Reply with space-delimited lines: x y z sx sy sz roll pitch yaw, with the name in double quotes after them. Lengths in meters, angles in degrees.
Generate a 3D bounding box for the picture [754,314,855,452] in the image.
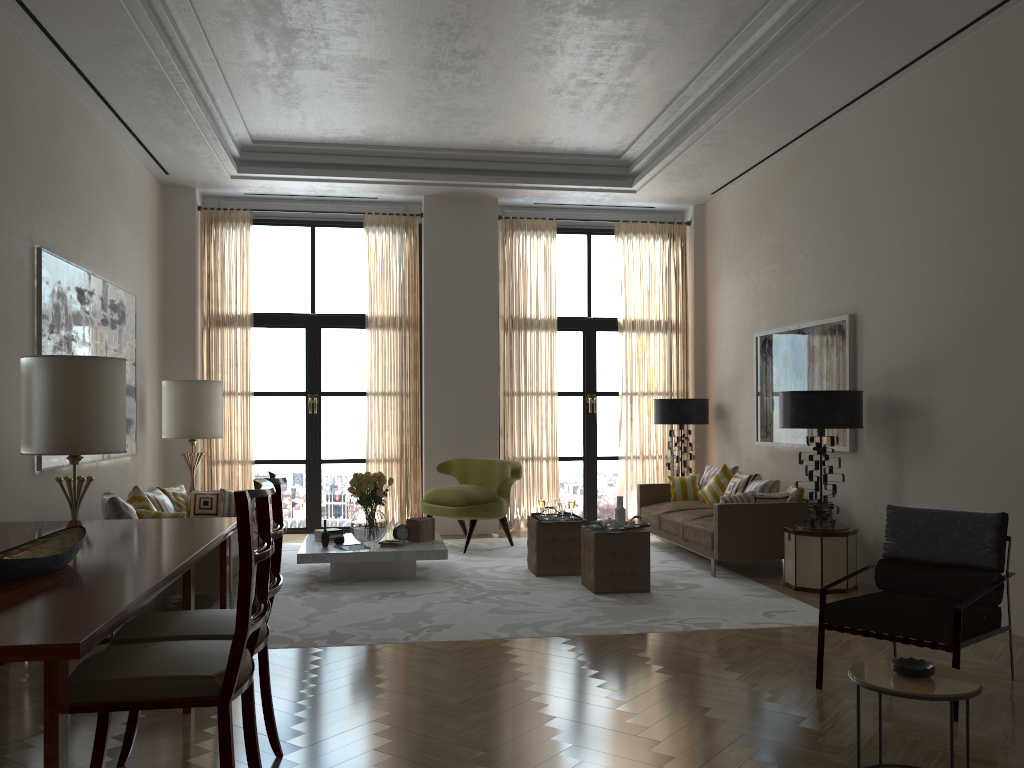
3.452 0.030 10.633 0.080 1.480 2.268 0 -2 -10 "picture"

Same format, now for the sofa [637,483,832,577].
2.645 1.766 11.160 1.351 0.819 2.981 0 -2 -9 "sofa"

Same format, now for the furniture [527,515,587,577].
0.509 1.829 10.076 0.613 0.616 0.614 0 -1 -9 "furniture"

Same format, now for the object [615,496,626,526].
1.132 1.332 9.304 0.113 0.305 0.125 -1 -1 28 "object"

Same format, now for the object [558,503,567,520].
0.558 1.414 9.793 0.098 0.191 0.098 0 -1 -9 "object"

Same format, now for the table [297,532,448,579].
-1.585 1.977 10.150 1.584 0.343 1.501 0 -2 -9 "table"

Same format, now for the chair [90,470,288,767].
-1.541 1.194 4.300 0.878 1.505 0.656 0 -1 -9 "chair"

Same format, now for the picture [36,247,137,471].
-4.432 -0.168 9.412 0.045 1.998 3.063 0 -2 -8 "picture"

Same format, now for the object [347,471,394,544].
-1.599 1.406 10.092 0.540 0.821 0.627 0 -1 -13 "object"

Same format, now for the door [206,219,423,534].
-2.993 -0.106 13.443 3.258 4.766 0.240 0 0 -9 "door"

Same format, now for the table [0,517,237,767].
-2.652 1.462 4.762 1.800 1.027 3.802 0 -2 -9 "table"

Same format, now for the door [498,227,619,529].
1.251 -0.099 14.101 3.086 4.766 0.240 0 0 -9 "door"

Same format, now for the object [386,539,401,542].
-1.316 1.738 9.848 0.139 0.019 0.137 1 -2 -25 "object"

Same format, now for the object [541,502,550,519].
0.378 1.419 9.923 0.098 0.191 0.098 0 -1 17 "object"

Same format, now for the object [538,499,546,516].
0.349 1.431 10.269 0.098 0.191 0.098 0 -1 -26 "object"

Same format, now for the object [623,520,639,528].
1.232 1.444 9.135 0.176 0.067 0.176 0 -2 -10 "object"

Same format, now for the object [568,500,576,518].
0.682 1.424 10.097 0.098 0.191 0.098 0 -1 17 "object"

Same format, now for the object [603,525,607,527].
0.933 1.446 9.007 0.052 0.027 0.080 -2 -2 38 "object"

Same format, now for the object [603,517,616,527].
1.013 1.428 9.195 0.176 0.105 0.136 0 -1 -13 "object"

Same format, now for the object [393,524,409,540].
-1.261 1.699 10.089 0.082 0.209 0.204 -1 -1 42 "object"

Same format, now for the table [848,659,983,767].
1.907 1.660 4.209 0.584 0.547 0.584 -1 -1 31 "table"

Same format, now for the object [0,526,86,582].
-2.415 0.850 4.391 0.331 0.164 1.084 0 -2 2 "object"

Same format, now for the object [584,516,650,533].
1.085 1.436 9.122 0.441 0.101 0.720 -2 -3 45 "object"

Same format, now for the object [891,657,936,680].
1.906 1.355 4.214 0.193 0.064 0.193 -1 -2 14 "object"

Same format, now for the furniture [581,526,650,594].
1.058 1.794 9.118 0.613 0.616 0.614 0 -1 -9 "furniture"

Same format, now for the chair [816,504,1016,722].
2.685 1.414 5.842 1.134 1.135 0.877 1 -1 -44 "chair"

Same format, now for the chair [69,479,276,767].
-1.430 1.172 3.662 0.878 1.505 0.656 0 -1 -9 "chair"

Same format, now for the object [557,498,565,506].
0.571 1.433 10.341 0.098 0.191 0.098 -1 -1 38 "object"

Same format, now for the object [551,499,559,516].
0.497 1.429 10.219 0.098 0.191 0.098 0 -1 -9 "object"

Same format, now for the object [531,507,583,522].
0.503 1.482 10.073 0.491 0.092 0.802 0 -2 -9 "object"

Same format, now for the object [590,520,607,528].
0.889 1.429 9.055 0.176 0.067 0.176 1 -2 -33 "object"

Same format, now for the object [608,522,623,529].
1.050 1.437 8.953 0.176 0.067 0.176 0 -2 -7 "object"

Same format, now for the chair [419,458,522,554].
-0.655 1.641 12.100 1.029 1.213 1.791 1 -2 -41 "chair"
